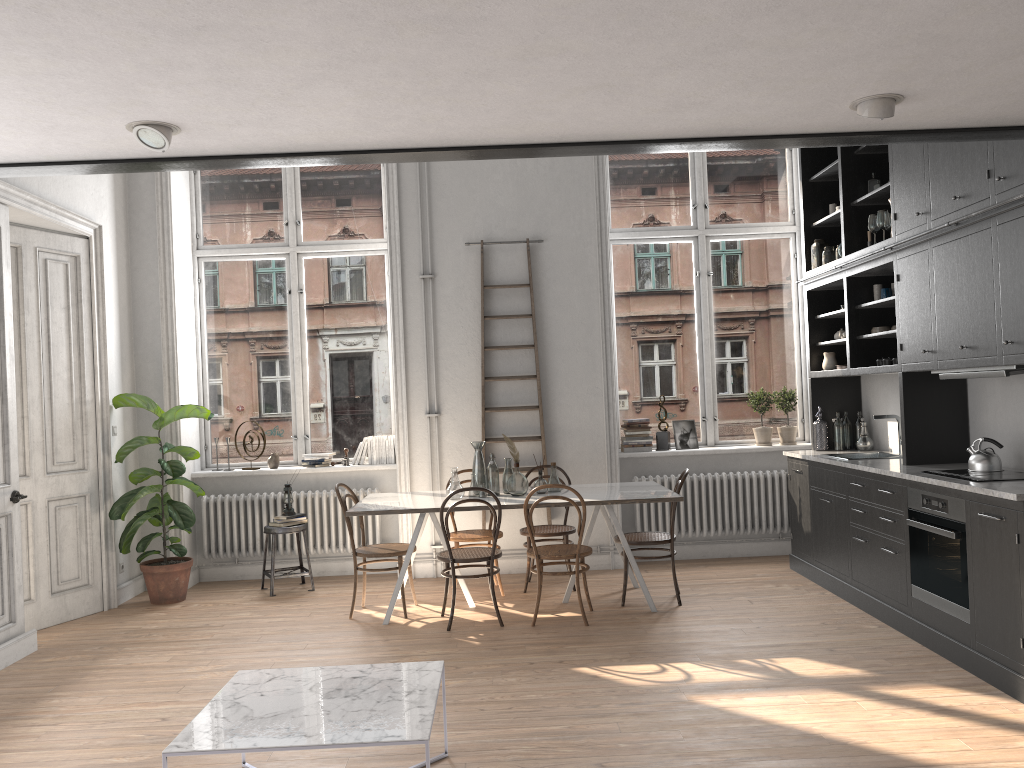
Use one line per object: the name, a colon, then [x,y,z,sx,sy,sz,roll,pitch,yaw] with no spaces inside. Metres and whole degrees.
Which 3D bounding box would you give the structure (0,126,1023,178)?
structure: [-0.128,-1.551,1.538,5.927,1.213,4.158,-2,-1,-1]

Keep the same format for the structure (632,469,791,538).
structure: [1.785,1.035,7.657,1.577,0.552,0.194,-2,0,-1]

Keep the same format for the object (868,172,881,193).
object: [2.554,-1.394,6.252,0.084,0.199,0.065,-3,0,21]

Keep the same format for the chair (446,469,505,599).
chair: [-0.290,1.132,6.810,0.438,0.920,0.549,-2,-1,-3]

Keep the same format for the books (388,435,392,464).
books: [-1.064,0.573,7.798,0.024,0.243,0.175,-2,-1,-1]

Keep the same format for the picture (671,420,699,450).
picture: [1.518,0.452,7.860,0.221,0.264,0.149,-2,-1,-18]

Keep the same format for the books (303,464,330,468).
books: [-1.712,0.711,7.753,0.147,0.023,0.221,-2,-1,-42]

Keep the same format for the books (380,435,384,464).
books: [-1.130,0.576,7.797,0.024,0.243,0.175,-2,-1,-1]

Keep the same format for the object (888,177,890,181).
object: [2.666,-1.389,6.193,0.065,0.177,0.084,-3,0,21]

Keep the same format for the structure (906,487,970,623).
structure: [2.553,0.884,4.765,0.618,0.623,0.622,-2,-1,-1]

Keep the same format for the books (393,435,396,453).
books: [-1.007,0.570,7.777,0.040,0.244,0.174,-2,-1,-1]

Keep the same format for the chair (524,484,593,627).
chair: [0.306,1.092,5.845,0.438,0.920,0.549,-3,-1,10]

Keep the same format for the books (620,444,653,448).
books: [1.092,0.539,7.793,0.249,0.023,0.175,-2,-1,-5]

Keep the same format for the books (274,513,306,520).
books: [-1.803,1.075,7.199,0.147,0.027,0.221,-3,-1,31]

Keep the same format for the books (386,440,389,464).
books: [-1.085,0.593,7.777,0.020,0.205,0.155,-2,-1,-1]

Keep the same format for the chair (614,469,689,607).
chair: [0.997,1.070,6.282,0.549,0.920,0.438,-3,0,11]

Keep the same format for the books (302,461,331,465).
books: [-1.706,0.688,7.750,0.205,0.022,0.155,-3,-1,19]

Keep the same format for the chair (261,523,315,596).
chair: [-1.819,1.399,7.159,0.364,0.522,0.360,-2,-1,-28]

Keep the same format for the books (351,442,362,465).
books: [-1.352,0.608,7.775,0.105,0.194,0.155,-2,-1,-2]

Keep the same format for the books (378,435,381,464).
books: [-1.152,0.577,7.792,0.019,0.243,0.174,-2,-1,-1]

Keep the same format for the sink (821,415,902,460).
sink: [2.544,0.479,6.320,0.514,0.504,0.526,-2,-1,-1]

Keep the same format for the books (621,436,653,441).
books: [1.098,0.476,7.810,0.245,0.028,0.193,-2,-1,-6]

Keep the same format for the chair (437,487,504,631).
chair: [-0.279,1.117,5.870,0.438,0.920,0.549,-2,-1,-6]

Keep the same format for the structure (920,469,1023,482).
structure: [2.543,0.489,4.768,0.427,0.011,0.592,-2,-1,-1]

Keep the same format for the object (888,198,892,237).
object: [2.459,-1.057,5.665,0.094,0.267,0.116,-3,-1,41]

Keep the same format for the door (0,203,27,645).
door: [-3.142,0.275,5.049,0.216,2.814,1.097,-2,0,0]

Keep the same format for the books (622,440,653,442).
books: [1.100,0.497,7.808,0.255,0.014,0.192,-2,-1,2]

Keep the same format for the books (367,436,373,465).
books: [-1.242,0.581,7.795,0.024,0.243,0.175,-2,-1,-1]

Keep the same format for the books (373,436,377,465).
books: [-1.193,0.578,7.765,0.024,0.243,0.175,-2,-1,-1]

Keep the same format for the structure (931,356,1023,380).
structure: [2.648,-0.099,4.780,0.379,0.123,0.844,-2,-1,-1]

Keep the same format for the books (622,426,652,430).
books: [1.094,0.386,7.807,0.244,0.019,0.174,-2,-1,-1]

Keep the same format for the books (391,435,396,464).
books: [-1.038,0.572,7.779,0.024,0.243,0.175,-2,-1,-1]

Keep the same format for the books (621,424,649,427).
books: [1.085,0.365,7.806,0.231,0.023,0.162,-3,-1,15]

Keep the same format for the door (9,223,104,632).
door: [-3.330,0.301,6.208,0.216,2.814,1.097,-3,0,24]

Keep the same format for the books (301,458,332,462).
books: [-1.705,0.666,7.749,0.221,0.023,0.147,-3,-1,15]

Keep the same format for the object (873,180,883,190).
object: [2.546,-1.357,6.163,0.041,0.125,0.053,-2,-1,-34]

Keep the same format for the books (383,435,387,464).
books: [-1.109,0.575,7.776,0.019,0.243,0.174,-2,-1,-1]

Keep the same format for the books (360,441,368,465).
books: [-1.288,0.602,7.773,0.072,0.203,0.155,-2,-1,-1]

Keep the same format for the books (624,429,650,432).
books: [1.100,0.406,7.806,0.205,0.022,0.155,-2,-1,-6]

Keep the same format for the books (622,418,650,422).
books: [1.091,0.321,7.816,0.201,0.024,0.159,-2,-1,-11]

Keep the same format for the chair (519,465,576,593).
chair: [0.281,1.109,6.900,0.438,0.920,0.549,-2,-1,6]

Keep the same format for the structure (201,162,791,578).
structure: [-0.129,-0.641,7.560,5.182,4.473,0.340,-2,0,-1]

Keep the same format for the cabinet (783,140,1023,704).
cabinet: [2.494,-0.337,5.561,0.635,3.583,3.251,-2,-1,-1]

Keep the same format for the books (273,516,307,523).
books: [-1.803,1.098,7.198,0.232,0.029,0.163,-2,-1,-30]

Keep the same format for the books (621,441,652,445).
books: [1.091,0.516,7.793,0.249,0.023,0.175,-2,-1,0]

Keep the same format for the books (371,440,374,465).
books: [-1.214,0.598,7.775,0.020,0.205,0.155,-2,-1,-1]

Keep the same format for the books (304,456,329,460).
books: [-1.703,0.645,7.737,0.205,0.020,0.155,-2,-1,-11]

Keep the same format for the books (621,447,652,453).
books: [1.092,0.572,7.794,0.248,0.043,0.192,-2,-1,-1]

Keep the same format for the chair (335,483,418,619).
chair: [-0.950,1.152,6.267,0.549,0.920,0.438,-2,0,7]

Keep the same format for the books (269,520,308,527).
books: [-1.814,1.124,7.194,0.194,0.034,0.246,-3,-1,39]

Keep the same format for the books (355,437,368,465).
books: [-1.314,0.586,7.772,0.100,0.235,0.174,-2,-1,-1]

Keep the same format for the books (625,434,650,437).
books: [1.102,0.451,7.806,0.205,0.022,0.155,-3,-1,13]

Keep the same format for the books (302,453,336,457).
books: [-1.685,0.619,7.758,0.244,0.019,0.174,-3,-1,9]

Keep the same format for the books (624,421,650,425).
books: [1.097,0.342,7.807,0.205,0.020,0.155,-2,-1,-1]

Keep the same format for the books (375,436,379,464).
books: [-1.171,0.577,7.774,0.019,0.243,0.174,-2,-1,-1]

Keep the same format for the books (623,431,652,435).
books: [1.104,0.428,7.811,0.222,0.024,0.158,-2,-1,-1]
